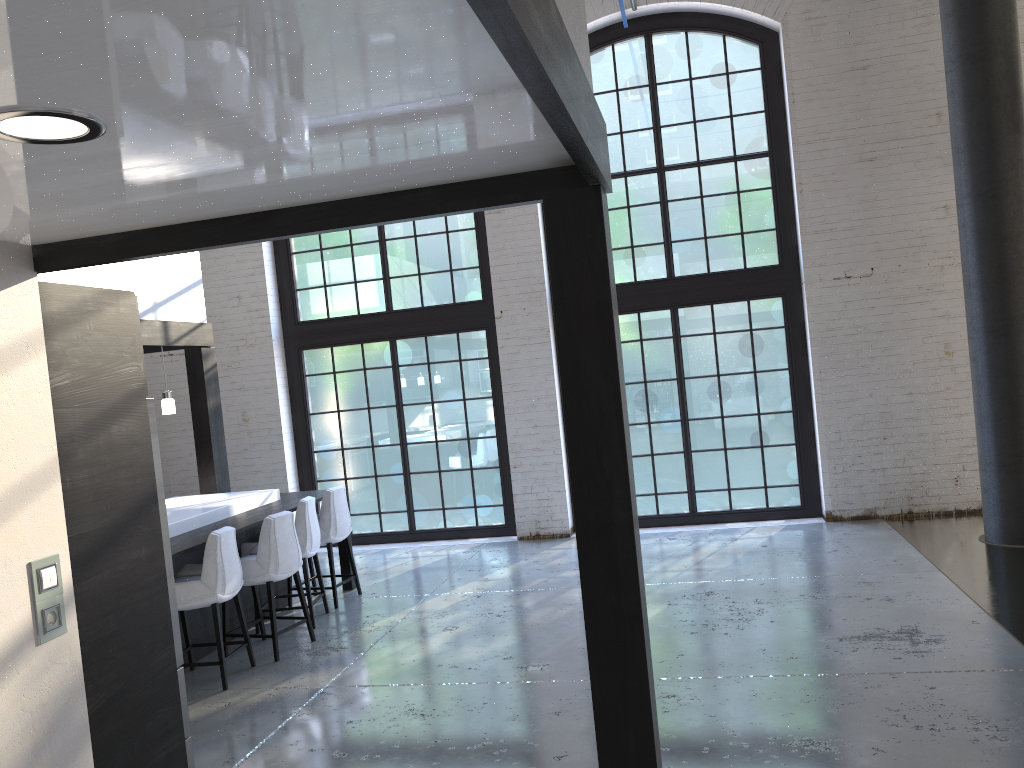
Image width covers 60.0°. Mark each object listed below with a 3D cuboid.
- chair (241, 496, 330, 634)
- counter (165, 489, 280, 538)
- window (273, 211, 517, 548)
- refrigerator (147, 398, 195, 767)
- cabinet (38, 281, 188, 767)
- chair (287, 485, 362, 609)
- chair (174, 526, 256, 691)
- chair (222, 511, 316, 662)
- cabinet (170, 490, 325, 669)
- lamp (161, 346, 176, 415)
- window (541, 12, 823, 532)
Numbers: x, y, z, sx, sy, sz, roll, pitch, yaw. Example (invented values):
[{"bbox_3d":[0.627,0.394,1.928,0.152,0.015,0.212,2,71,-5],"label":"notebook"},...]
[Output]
[{"bbox_3d":[-1.694,1.361,6.687,0.501,0.985,0.579,-6,1,4],"label":"chair"},{"bbox_3d":[-2.627,0.996,6.302,0.977,0.095,2.291,-6,1,12],"label":"counter"},{"bbox_3d":[-1.326,-0.813,9.606,2.491,5.181,0.137,-5,2,12],"label":"window"},{"bbox_3d":[-1.834,0.989,3.346,0.853,1.773,0.820,-5,2,12],"label":"refrigerator"},{"bbox_3d":[-3.140,0.853,5.430,4.276,2.316,4.229,-6,1,12],"label":"cabinet"},{"bbox_3d":[-1.575,1.341,7.265,0.501,0.985,0.579,-5,2,19],"label":"chair"},{"bbox_3d":[-1.943,1.402,5.525,0.501,0.985,0.579,-6,1,9],"label":"chair"},{"bbox_3d":[-1.697,1.370,6.035,0.501,0.985,0.579,-5,2,24],"label":"chair"},{"bbox_3d":[-2.336,1.464,6.511,1.371,0.911,2.690,-6,1,12],"label":"cabinet"},{"bbox_3d":[-3.653,0.019,7.259,1.949,0.624,0.124,-6,2,13],"label":"lamp"},{"bbox_3d":[1.606,-1.099,8.968,2.491,5.181,0.137,-5,2,12],"label":"window"}]
